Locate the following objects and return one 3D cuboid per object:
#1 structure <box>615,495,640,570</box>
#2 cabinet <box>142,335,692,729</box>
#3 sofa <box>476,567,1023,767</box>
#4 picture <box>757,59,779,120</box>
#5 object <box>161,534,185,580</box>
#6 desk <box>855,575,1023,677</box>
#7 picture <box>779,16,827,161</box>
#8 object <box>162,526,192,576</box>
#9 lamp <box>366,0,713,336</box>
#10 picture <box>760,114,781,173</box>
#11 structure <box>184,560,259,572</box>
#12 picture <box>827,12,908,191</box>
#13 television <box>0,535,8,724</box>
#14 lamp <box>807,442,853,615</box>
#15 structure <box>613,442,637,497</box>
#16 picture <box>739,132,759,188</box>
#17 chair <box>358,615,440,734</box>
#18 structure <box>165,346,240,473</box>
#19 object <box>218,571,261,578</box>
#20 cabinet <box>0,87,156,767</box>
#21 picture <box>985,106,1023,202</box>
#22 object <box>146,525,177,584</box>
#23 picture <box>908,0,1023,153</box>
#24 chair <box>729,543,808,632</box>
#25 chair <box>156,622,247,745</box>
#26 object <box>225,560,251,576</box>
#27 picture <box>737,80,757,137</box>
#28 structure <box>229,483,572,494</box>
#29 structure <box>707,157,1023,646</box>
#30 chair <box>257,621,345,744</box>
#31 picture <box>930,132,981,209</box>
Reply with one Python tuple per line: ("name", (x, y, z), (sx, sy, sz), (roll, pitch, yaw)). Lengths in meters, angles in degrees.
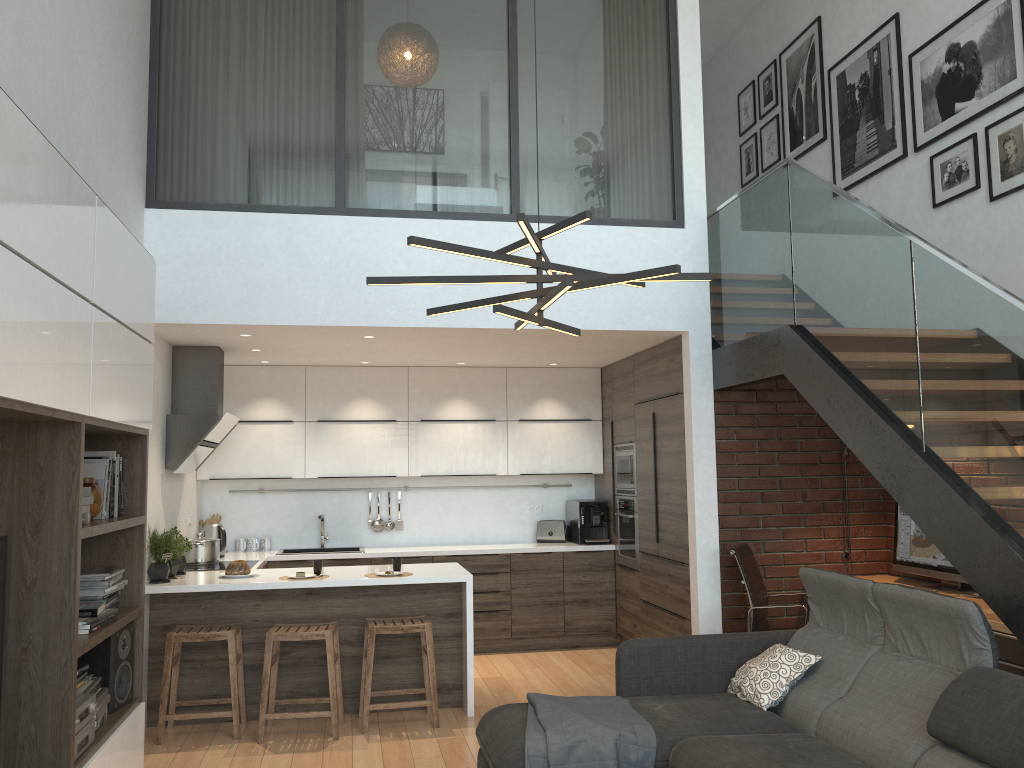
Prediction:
("structure", (1.139, 1.204, 7.268), (0.495, 0.570, 0.595), (0, -6, -11))
("cabinet", (-0.693, 0.954, 6.666), (3.495, 2.401, 2.401), (0, -6, -11))
("sofa", (0.822, 1.266, 2.867), (2.108, 0.995, 3.169), (0, -6, -10))
("picture", (2.230, -2.559, 7.724), (0.025, 0.410, 0.333), (0, -6, -11))
("object", (-2.157, 1.078, 5.576), (0.221, 0.283, 0.211), (-1, -6, 3))
("desk", (2.442, 1.558, 4.845), (0.610, 0.750, 2.182), (0, -6, -11))
("picture", (2.334, -2.329, 7.140), (0.025, 0.990, 0.654), (0, -6, -11))
("object", (-2.187, 1.084, 5.770), (0.179, 0.311, 0.172), (-1, -6, 0))
("lamp", (0.072, -2.017, 3.245), (1.200, 3.645, 0.831), (-1, -6, -1))
("picture", (2.237, -2.077, 7.676), (0.025, 0.410, 0.333), (0, -6, -11))
("structure", (-2.101, 1.285, 6.268), (0.550, 0.006, 0.609), (0, -6, -11))
("picture", (2.495, -1.935, 6.269), (0.025, 0.990, 0.871), (0, -6, -11))
("television", (-1.504, 0.808, 2.182), (0.229, 0.779, 1.220), (0, -6, -11))
("lamp", (2.383, 0.995, 5.528), (0.462, 2.003, 1.054), (2, -6, -27))
("structure", (1.150, 0.706, 7.320), (0.459, 0.430, 0.595), (0, -6, -11))
("picture", (2.162, -2.035, 8.079), (0.025, 0.410, 0.333), (0, -6, -11))
("chair", (-0.685, 1.727, 5.331), (0.450, 0.600, 0.350), (0, -6, -13))
("structure", (-2.204, 0.138, 6.370), (0.407, 0.998, 0.898), (0, -6, -11))
("object", (-1.723, 1.206, 5.605), (0.261, 0.021, 0.261), (1, -6, -16))
("cabinet", (-1.420, 0.456, 1.974), (0.338, 2.494, 4.036), (0, -6, -11))
("picture", (2.752, -1.269, 4.887), (0.022, 0.440, 0.358), (0, -6, -11))
("object", (-2.121, 1.015, 5.367), (0.186, 0.367, 0.196), (0, -6, -11))
("picture", (2.682, -1.861, 5.256), (0.025, 0.654, 0.990), (0, -6, -11))
("chair", (1.711, 1.507, 5.475), (0.700, 0.991, 0.651), (-3, -6, 24))
("chair", (-1.794, 1.728, 5.170), (0.450, 0.600, 0.350), (0, -6, -11))
("object", (-1.736, 1.168, 5.618), (0.155, 0.101, 0.161), (1, -6, -15))
("picture", (2.155, -2.520, 8.126), (0.025, 0.410, 0.333), (0, -6, -11))
("structure", (-0.931, 0.921, 7.821), (3.000, 0.045, 0.050), (0, -6, -11))
("structure", (2.231, 0.412, 4.642), (1.289, 3.460, 5.660), (0, -6, -11))
("chair", (-1.215, 1.718, 5.153), (0.450, 0.600, 0.350), (0, -6, -6))
("picture", (2.667, -1.278, 5.343), (0.025, 0.333, 0.410), (0, -6, -11))
